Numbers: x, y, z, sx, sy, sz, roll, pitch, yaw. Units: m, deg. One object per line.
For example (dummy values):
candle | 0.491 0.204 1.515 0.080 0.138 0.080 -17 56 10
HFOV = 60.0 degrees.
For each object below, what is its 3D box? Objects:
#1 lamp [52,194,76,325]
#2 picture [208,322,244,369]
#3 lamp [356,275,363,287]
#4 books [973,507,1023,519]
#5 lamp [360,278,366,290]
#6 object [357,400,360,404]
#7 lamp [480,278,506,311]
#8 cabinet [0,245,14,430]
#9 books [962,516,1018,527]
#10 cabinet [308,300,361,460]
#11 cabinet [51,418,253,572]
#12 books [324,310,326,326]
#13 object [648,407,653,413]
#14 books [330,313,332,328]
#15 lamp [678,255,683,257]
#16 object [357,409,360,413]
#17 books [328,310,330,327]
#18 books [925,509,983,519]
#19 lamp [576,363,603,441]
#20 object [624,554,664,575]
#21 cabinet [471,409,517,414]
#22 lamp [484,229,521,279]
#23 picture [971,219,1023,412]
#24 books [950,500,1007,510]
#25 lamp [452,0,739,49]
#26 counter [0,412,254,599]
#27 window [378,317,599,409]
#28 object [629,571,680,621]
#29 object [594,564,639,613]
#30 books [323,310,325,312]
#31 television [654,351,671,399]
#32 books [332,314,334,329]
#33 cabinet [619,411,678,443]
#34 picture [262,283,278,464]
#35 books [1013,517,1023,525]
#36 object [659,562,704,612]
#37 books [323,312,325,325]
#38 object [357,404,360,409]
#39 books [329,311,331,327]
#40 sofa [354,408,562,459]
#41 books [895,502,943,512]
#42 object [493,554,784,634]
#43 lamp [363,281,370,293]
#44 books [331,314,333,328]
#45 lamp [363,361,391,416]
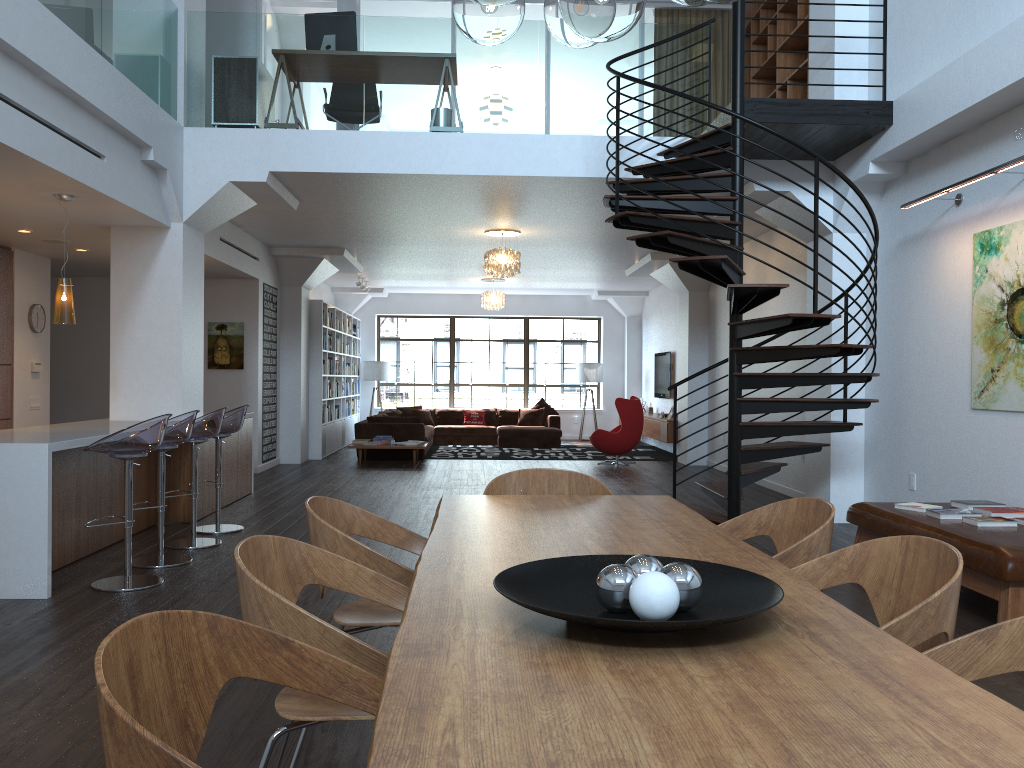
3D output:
lamp | -2.336 -1.324 7.313 0.149 1.807 2.842 1 0 37
picture | -3.675 -0.491 11.388 0.450 0.600 0.030 0 0 -2
lamp | -2.606 -1.756 15.110 0.111 0.211 0.120 1 0 32
books | 2.921 0.762 5.248 0.283 0.043 0.197 0 0 -3
lamp | -2.628 -1.759 15.615 0.120 0.211 0.111 0 0 -43
object | -3.215 0.364 17.631 0.316 0.088 0.410 0 0 -2
lamp | -0.334 -1.569 15.640 0.441 0.539 0.442 1 0 40
cabinet | -5.147 -0.088 6.162 0.598 2.499 5.299 0 0 -2
books | 2.655 0.765 4.931 0.224 0.032 0.161 0 0 -2
cabinet | -3.191 -0.078 15.610 0.461 2.414 4.500 0 0 -2
cabinet | -3.116 0.766 7.178 0.898 0.796 4.493 0 0 -2
books | -2.983 -1.021 13.744 0.170 0.251 0.118 0 0 -2
object | 2.595 0.490 16.564 0.089 0.110 0.089 1 0 43
books | -2.997 -1.021 14.294 0.182 0.253 0.098 0 0 -2
lamp | 2.114 -1.697 11.140 0.111 0.211 0.120 1 0 32
object | -3.209 0.540 17.632 0.331 0.088 0.410 0 0 -2
books | -3.002 -1.040 14.127 0.176 0.293 0.125 0 0 -2
books | 2.586 0.761 5.193 0.247 0.040 0.185 0 0 1
lamp | 1.572 0.366 18.047 0.545 1.579 0.545 1 0 9
object | 0.284 0.418 1.913 0.100 0.100 0.100 1 0 43
cabinet | -0.462 0.826 18.131 1.520 0.625 0.350 0 0 -2
lamp | -0.114 -1.541 10.584 0.441 0.539 0.442 1 0 40
picture | 3.190 -0.428 5.545 0.010 1.200 1.095 0 0 -2
books | 2.926 0.762 5.568 0.254 0.044 0.183 0 0 -8
lamp | 0.260 -1.998 2.144 0.849 2.140 1.787 0 0 -4
counter | -2.132 0.760 5.595 3.039 0.860 8.182 0 0 -32
window | -0.477 -0.440 18.668 4.648 1.905 0.114 0 0 -2
object | 0.281 0.421 1.753 0.100 0.100 0.100 1 0 43
object | 0.221 0.423 1.837 0.100 0.100 0.100 1 0 43
books | -2.983 -1.019 13.700 0.159 0.248 0.089 0 0 -2
television | 2.677 -0.154 15.800 0.013 0.816 1.324 0 0 -3
books | -3.011 -1.024 14.483 0.182 0.255 0.077 0 0 -2
cabinet | 2.508 0.723 15.862 0.459 0.350 4.501 0 0 -2
picture | -3.285 -0.146 12.058 0.021 2.380 0.800 0 0 -2
books | 2.938 0.768 4.917 0.224 0.036 0.161 0 0 -8
object | 0.345 0.419 1.832 0.100 0.100 0.100 1 0 43
books | -2.974 -1.005 13.670 0.161 0.222 0.084 0 0 -2
object | -3.208 0.452 17.632 0.331 0.088 0.410 0 0 -2
books | -3.009 -1.040 14.189 0.197 0.290 0.136 0 0 -2
sofa | -0.763 0.816 15.614 3.481 0.664 4.197 0 0 -2
books | 2.523 0.765 5.510 0.161 0.031 0.223 0 0 -25
object | 0.257 0.446 1.845 0.592 0.066 0.592 0 0 -45
lamp | -2.650 -1.762 16.133 0.120 0.211 0.111 0 0 -28
books | -3.005 -1.018 14.381 0.174 0.243 0.085 0 0 -2
lamp | -2.742 0.330 17.963 0.545 1.579 0.545 0 0 -13
